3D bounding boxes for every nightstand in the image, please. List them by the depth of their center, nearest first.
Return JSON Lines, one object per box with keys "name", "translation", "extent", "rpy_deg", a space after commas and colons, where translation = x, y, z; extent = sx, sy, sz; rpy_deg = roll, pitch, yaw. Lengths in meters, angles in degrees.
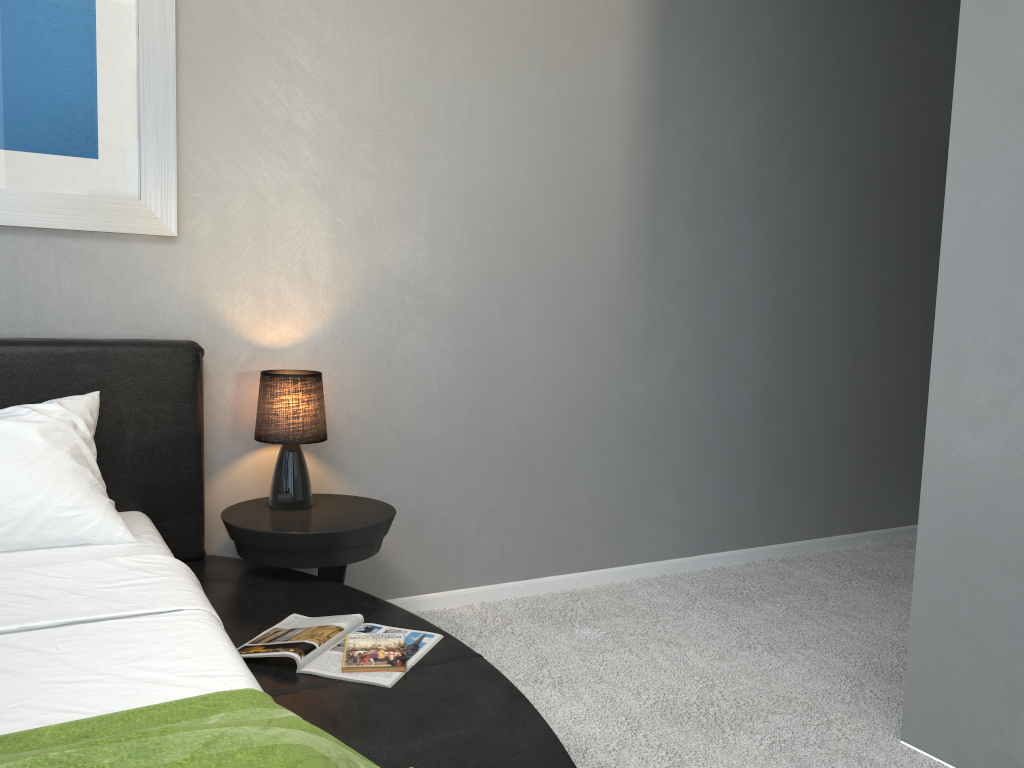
{"name": "nightstand", "translation": [-0.594, 0.590, 2.606], "extent": [0.497, 0.441, 0.495], "rpy_deg": [2, 5, -1]}

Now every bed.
{"name": "bed", "translation": [-1.146, 0.456, 1.089], "extent": [2.754, 0.936, 2.612], "rpy_deg": [-1, 6, -29]}

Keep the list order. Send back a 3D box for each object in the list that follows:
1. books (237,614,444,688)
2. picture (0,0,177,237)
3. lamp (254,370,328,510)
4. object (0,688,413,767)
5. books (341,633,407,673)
{"name": "books", "translation": [-0.389, 0.569, 1.971], "extent": [0.395, 0.040, 0.300], "rpy_deg": [3, 5, 16]}
{"name": "picture", "translation": [-1.725, -1.108, 2.030], "extent": [1.800, 1.403, 0.025], "rpy_deg": [-1, 7, -29]}
{"name": "lamp", "translation": [-0.655, 0.163, 2.630], "extent": [0.219, 0.401, 0.208], "rpy_deg": [7, 8, 41]}
{"name": "object", "translation": [-0.919, 0.572, 0.684], "extent": [2.301, 0.343, 0.645], "rpy_deg": [-1, 6, -30]}
{"name": "books", "translation": [-0.298, 0.582, 1.929], "extent": [0.133, 0.012, 0.188], "rpy_deg": [1, 5, -8]}
